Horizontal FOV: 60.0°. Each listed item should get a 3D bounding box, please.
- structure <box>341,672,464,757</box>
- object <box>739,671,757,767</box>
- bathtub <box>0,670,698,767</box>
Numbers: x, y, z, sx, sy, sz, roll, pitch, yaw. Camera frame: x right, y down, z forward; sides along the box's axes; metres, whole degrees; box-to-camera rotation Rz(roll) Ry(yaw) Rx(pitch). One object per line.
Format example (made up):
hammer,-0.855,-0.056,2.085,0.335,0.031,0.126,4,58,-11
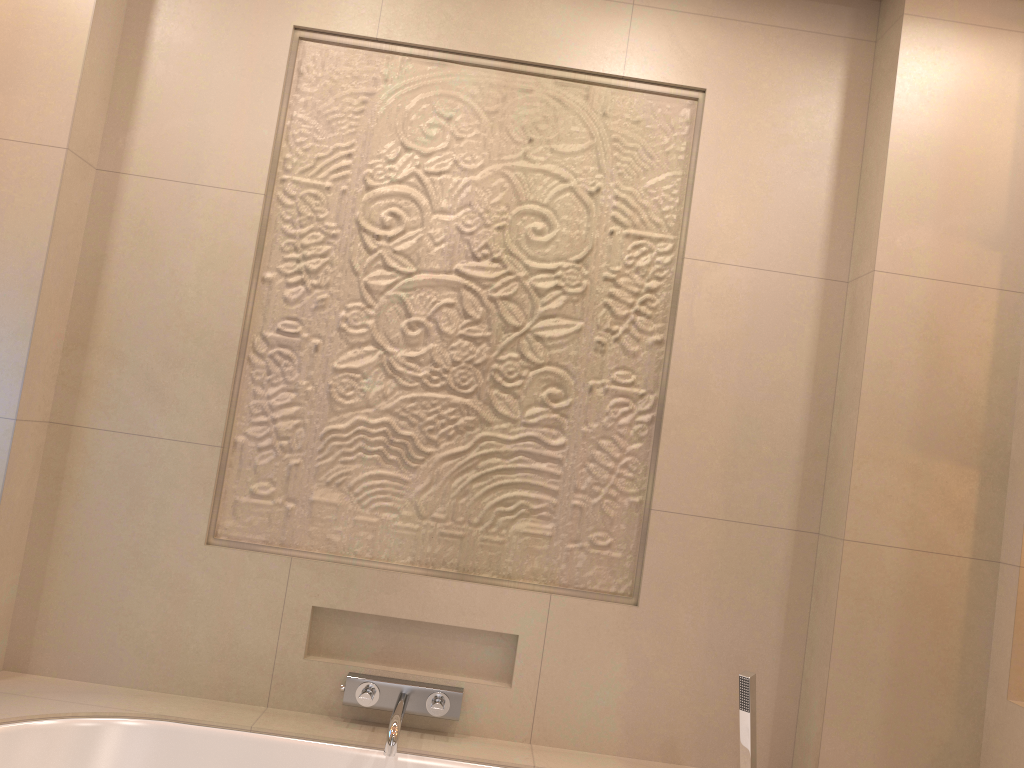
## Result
structure,-0.264,0.754,2.016,0.290,0.097,0.259,8,-5,-1
object,0.536,0.789,2.001,0.059,0.280,0.114,4,-6,44
bathtub,-0.295,1.050,1.589,2.662,0.540,1.060,8,-5,-1
